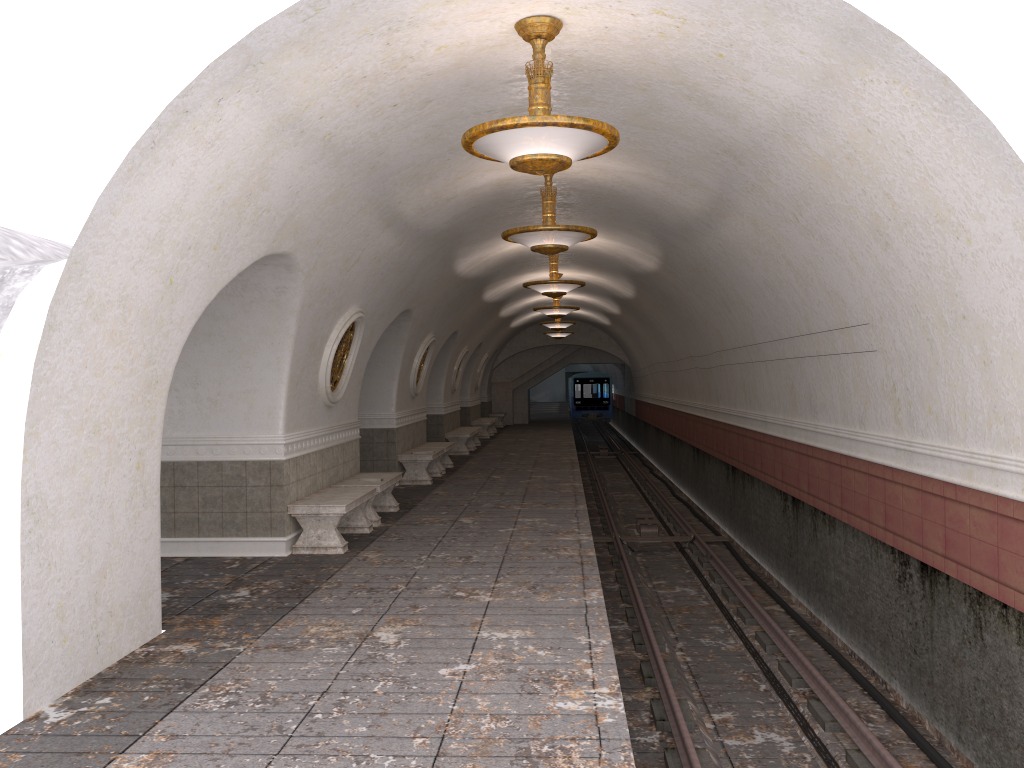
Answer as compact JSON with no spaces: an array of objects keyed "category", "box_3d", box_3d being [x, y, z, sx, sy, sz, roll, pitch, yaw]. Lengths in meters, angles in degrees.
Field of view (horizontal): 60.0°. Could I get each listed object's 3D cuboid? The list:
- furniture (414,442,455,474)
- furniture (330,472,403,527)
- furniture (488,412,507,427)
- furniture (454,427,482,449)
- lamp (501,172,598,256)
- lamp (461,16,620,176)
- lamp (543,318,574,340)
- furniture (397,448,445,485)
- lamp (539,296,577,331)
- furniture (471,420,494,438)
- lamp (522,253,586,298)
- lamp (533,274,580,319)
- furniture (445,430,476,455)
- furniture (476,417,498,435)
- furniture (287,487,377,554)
[{"category":"furniture","box_3d":[-1.503,1.450,17.455,0.613,0.508,1.509,-1,0,3]},{"category":"furniture","box_3d":[-1.850,1.476,11.456,0.613,0.508,1.509,-1,0,3]},{"category":"furniture","box_3d":[-0.546,1.376,34.032,0.613,0.508,1.509,-1,0,3]},{"category":"furniture","box_3d":[-1.156,1.423,23.466,0.613,0.508,1.509,-1,0,3]},{"category":"lamp","box_3d":[0.387,-1.824,9.307,1.008,0.955,1.008,-1,0,-13]},{"category":"lamp","box_3d":[0.177,-1.808,5.659,1.008,0.955,1.008,-1,0,-41]},{"category":"lamp","box_3d":[1.503,-1.910,28.625,1.008,0.955,1.008,-1,0,-41]},{"category":"furniture","box_3d":[-1.600,1.457,15.777,0.613,0.508,1.509,-1,0,3]},{"category":"lamp","box_3d":[1.224,-1.888,23.804,1.008,0.955,1.008,-1,0,19]},{"category":"furniture","box_3d":[-0.910,1.404,27.740,0.613,0.508,1.509,-1,0,3]},{"category":"lamp","box_3d":[0.668,-1.845,14.162,1.008,0.955,1.008,-1,0,-13]},{"category":"lamp","box_3d":[0.946,-1.867,18.983,1.008,0.955,1.008,-1,0,19]},{"category":"furniture","box_3d":[-1.253,1.431,21.787,0.613,0.508,1.509,-1,0,3]},{"category":"furniture","box_3d":[-0.813,1.397,29.419,0.613,0.508,1.509,-1,0,3]},{"category":"furniture","box_3d":[-1.947,1.484,9.778,0.613,0.508,1.509,-1,0,3]}]
